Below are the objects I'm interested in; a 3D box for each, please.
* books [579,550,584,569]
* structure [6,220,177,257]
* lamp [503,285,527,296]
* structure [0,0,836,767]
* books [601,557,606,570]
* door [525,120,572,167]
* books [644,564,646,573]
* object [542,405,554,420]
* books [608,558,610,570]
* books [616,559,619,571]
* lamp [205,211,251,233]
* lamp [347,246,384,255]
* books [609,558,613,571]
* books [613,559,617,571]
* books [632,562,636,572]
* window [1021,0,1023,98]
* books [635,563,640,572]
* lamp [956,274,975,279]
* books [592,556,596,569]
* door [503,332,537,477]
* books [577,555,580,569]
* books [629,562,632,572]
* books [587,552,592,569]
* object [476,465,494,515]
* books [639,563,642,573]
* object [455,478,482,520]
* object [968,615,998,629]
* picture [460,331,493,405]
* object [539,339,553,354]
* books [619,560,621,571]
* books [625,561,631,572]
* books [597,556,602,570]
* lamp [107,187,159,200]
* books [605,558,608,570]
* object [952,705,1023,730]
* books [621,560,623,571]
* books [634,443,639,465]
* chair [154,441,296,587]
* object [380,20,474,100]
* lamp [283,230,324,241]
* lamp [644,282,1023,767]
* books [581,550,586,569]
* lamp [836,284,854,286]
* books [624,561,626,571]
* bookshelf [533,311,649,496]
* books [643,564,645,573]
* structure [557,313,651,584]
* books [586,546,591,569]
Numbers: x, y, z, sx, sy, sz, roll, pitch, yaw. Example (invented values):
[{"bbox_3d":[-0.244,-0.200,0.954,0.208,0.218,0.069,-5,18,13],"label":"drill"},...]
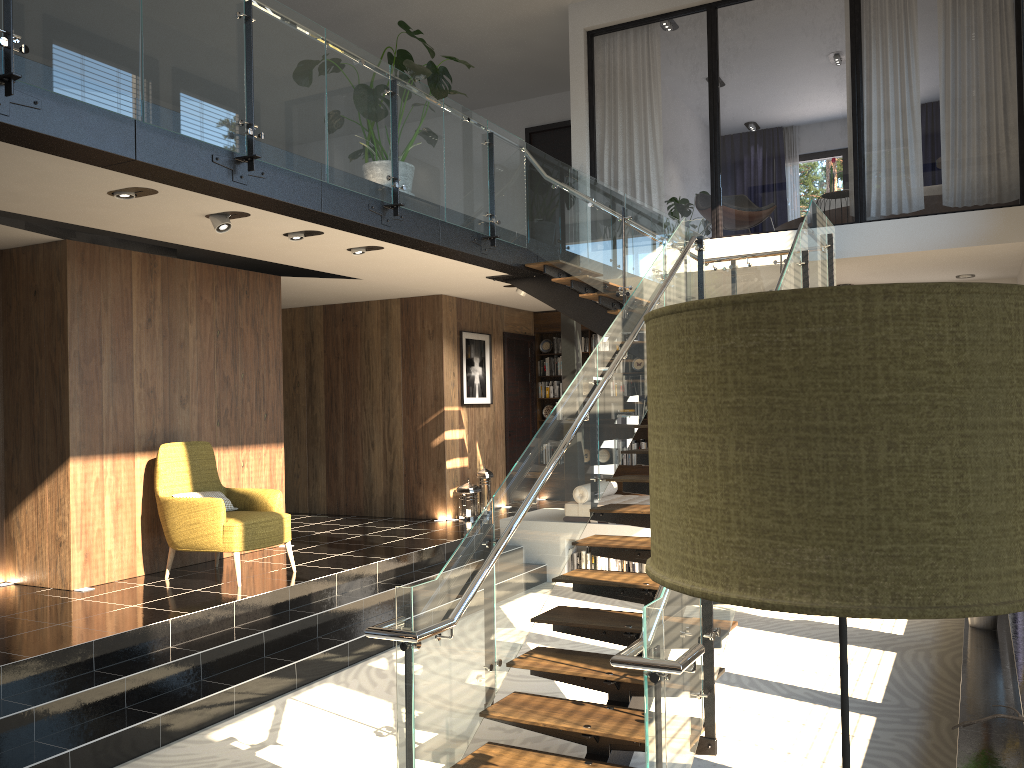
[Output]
[{"bbox_3d":[0.764,1.910,9.473,0.030,0.256,0.145,-2,-1,28],"label":"books"},{"bbox_3d":[-5.786,0.122,6.528,1.964,3.017,6.662,-2,-1,28],"label":"structure"},{"bbox_3d":[0.064,-1.109,9.955,0.346,0.262,0.195,-2,-1,28],"label":"lamp"},{"bbox_3d":[0.074,0.008,6.029,3.448,4.867,7.280,-2,-1,27],"label":"structure"},{"bbox_3d":[0.985,1.861,9.330,0.051,0.338,0.187,-2,-1,28],"label":"books"},{"bbox_3d":[0.647,-2.537,12.629,0.931,2.347,0.104,-2,-1,28],"label":"door"},{"bbox_3d":[1.410,1.894,9.148,0.027,0.246,0.193,-2,-1,28],"label":"books"},{"bbox_3d":[0.535,0.408,12.777,0.212,0.222,0.082,-2,-1,28],"label":"object"},{"bbox_3d":[1.044,1.872,9.310,0.021,0.313,0.139,-2,-1,28],"label":"books"},{"bbox_3d":[1.122,1.879,9.307,0.020,0.295,0.102,-2,-1,28],"label":"books"},{"bbox_3d":[-1.957,-1.171,6.105,0.346,0.247,0.195,-2,-1,28],"label":"lamp"},{"bbox_3d":[-1.237,-1.187,7.480,0.346,0.177,0.195,-2,-1,28],"label":"lamp"},{"bbox_3d":[1.066,1.907,9.295,0.029,0.240,0.165,-2,-1,28],"label":"books"},{"bbox_3d":[1.094,1.892,9.296,0.021,0.270,0.148,-2,-1,28],"label":"books"},{"bbox_3d":[1.294,1.872,9.211,0.033,0.299,0.196,-2,-1,28],"label":"books"},{"bbox_3d":[4.132,-2.664,6.760,0.358,2.475,1.393,-2,-1,28],"label":"window"},{"bbox_3d":[1.326,1.874,9.209,0.025,0.293,0.205,-2,-1,28],"label":"books"},{"bbox_3d":[5.092,-1.265,9.961,0.195,0.158,0.346,-2,-1,28],"label":"lamp"},{"bbox_3d":[0.892,1.872,9.358,0.030,0.322,0.202,-2,-1,28],"label":"books"},{"bbox_3d":[0.095,0.481,12.320,0.104,2.347,0.931,-2,-1,28],"label":"door"},{"bbox_3d":[0.737,1.933,9.483,0.029,0.211,0.130,-2,-1,28],"label":"books"},{"bbox_3d":[1.268,1.906,9.250,0.050,0.234,0.149,-2,-1,28],"label":"books"},{"bbox_3d":[0.842,1.907,9.380,0.027,0.254,0.204,-2,-1,28],"label":"books"},{"bbox_3d":[-0.329,1.298,10.854,0.182,0.642,0.182,-2,-1,28],"label":"object"},{"bbox_3d":[1.358,1.885,9.212,0.029,0.271,0.128,-2,-1,28],"label":"books"},{"bbox_3d":[-0.523,1.377,10.695,0.262,0.483,0.262,-2,-1,28],"label":"object"},{"bbox_3d":[3.460,1.126,6.592,0.876,1.338,0.830,-1,-1,17],"label":"object"},{"bbox_3d":[-0.444,-0.196,11.223,0.028,0.911,0.748,-2,-1,28],"label":"picture"},{"bbox_3d":[0.491,-0.538,12.772,0.212,0.222,0.082,-2,-1,28],"label":"object"},{"bbox_3d":[1.163,1.904,9.337,0.026,0.247,0.149,-2,-1,28],"label":"books"},{"bbox_3d":[1.227,1.883,9.257,0.028,0.282,0.173,-2,-1,28],"label":"books"},{"bbox_3d":[0.942,1.876,9.330,0.028,0.309,0.211,-2,-1,28],"label":"books"},{"bbox_3d":[-2.318,-1.225,5.418,0.346,0.158,0.195,-2,-1,28],"label":"lamp"},{"bbox_3d":[1.020,1.888,9.312,0.025,0.282,0.149,-2,-1,28],"label":"books"},{"bbox_3d":[0.727,0.484,0.947,0.607,0.744,0.406,-1,-1,-12],"label":"object"},{"bbox_3d":[1.184,1.884,9.324,0.025,0.285,0.137,-2,-1,28],"label":"books"},{"bbox_3d":[1.714,0.958,12.162,0.011,0.300,0.154,-2,-1,28],"label":"books"},{"bbox_3d":[-2.381,1.025,7.314,1.031,1.097,0.807,-2,-1,27],"label":"chair"},{"bbox_3d":[-1.003,-2.234,7.527,1.465,1.554,1.260,-1,-1,16],"label":"object"},{"bbox_3d":[-1.598,-1.196,6.792,0.346,0.177,0.195,-2,-1,28],"label":"lamp"},{"bbox_3d":[0.460,0.636,1.054,0.637,1.445,0.437,-1,-1,-37],"label":"lamp"},{"bbox_3d":[0.793,1.900,9.416,0.035,0.273,0.200,-2,-1,28],"label":"books"},{"bbox_3d":[3.967,-1.168,10.550,0.195,0.277,0.346,-2,-1,28],"label":"lamp"},{"bbox_3d":[1.210,1.894,9.275,0.019,0.261,0.183,-2,-1,28],"label":"books"},{"bbox_3d":[1.153,0.288,12.464,1.704,2.682,0.273,-2,-1,28],"label":"bookshelf"},{"bbox_3d":[1.398,1.875,9.180,0.025,0.287,0.169,-2,-1,28],"label":"books"},{"bbox_3d":[1.780,0.464,9.412,3.782,3.244,1.149,-2,-1,28],"label":"structure"},{"bbox_3d":[0.833,1.879,9.425,0.029,0.314,0.163,-2,-1,28],"label":"books"}]
